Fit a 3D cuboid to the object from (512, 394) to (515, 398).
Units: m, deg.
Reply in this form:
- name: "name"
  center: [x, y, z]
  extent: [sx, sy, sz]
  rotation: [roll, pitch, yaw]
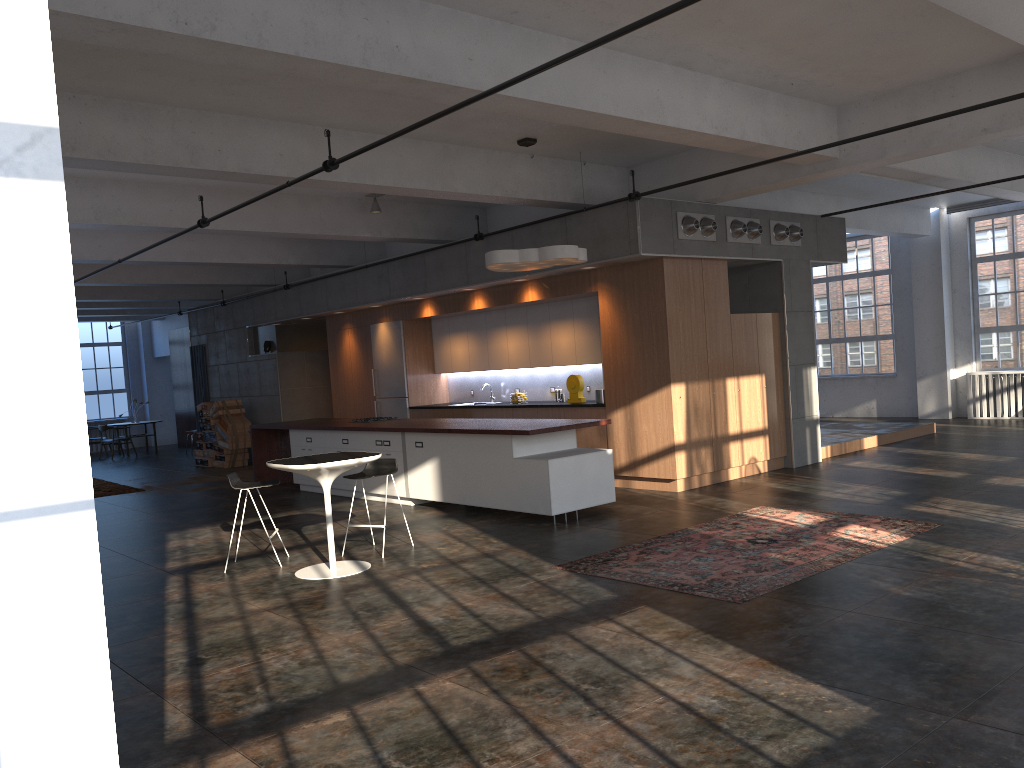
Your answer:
- name: "object"
  center: [-2.547, -0.758, 15.025]
  extent: [6.729, 2.171, 0.054]
  rotation: [-3, 3, 41]

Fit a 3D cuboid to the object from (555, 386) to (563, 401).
- name: "object"
  center: [0.662, 0.140, 12.515]
  extent: [0.061, 0.210, 0.141]
  rotation: [-6, 3, -40]

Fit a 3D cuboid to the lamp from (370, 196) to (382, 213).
- name: "lamp"
  center: [-1.805, -2.376, 11.702]
  extent: [0.156, 0.216, 0.155]
  rotation: [-4, 2, -3]

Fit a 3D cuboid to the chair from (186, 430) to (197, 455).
- name: "chair"
  center: [-7.510, 1.186, 21.360]
  extent: [0.669, 0.989, 0.418]
  rotation: [-6, 3, -40]

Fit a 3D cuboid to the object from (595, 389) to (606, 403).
- name: "object"
  center: [1.158, 0.153, 11.306]
  extent: [0.189, 0.170, 0.191]
  rotation: [-4, 2, 8]

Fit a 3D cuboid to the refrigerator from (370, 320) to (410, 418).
- name: "refrigerator"
  center: [-1.962, 0.079, 14.675]
  extent: [0.224, 2.193, 0.936]
  rotation: [-7, 4, -43]

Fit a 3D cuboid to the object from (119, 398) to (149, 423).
- name: "object"
  center: [-9.708, 0.677, 22.768]
  extent: [0.789, 0.625, 0.234]
  rotation: [-5, 3, -38]

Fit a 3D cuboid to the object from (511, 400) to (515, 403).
- name: "object"
  center: [0.434, -0.877, 11.534]
  extent: [0.058, 2.312, 2.874]
  rotation: [-5, 2, -21]

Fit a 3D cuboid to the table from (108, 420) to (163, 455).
- name: "table"
  center: [-9.667, 1.418, 22.811]
  extent: [1.307, 0.852, 1.311]
  rotation: [-4, 2, 4]

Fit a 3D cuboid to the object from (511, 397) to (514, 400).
- name: "object"
  center: [-1.120, -0.819, 13.341]
  extent: [2.376, 2.231, 0.054]
  rotation: [-3, 3, 25]

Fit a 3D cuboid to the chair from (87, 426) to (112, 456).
- name: "chair"
  center: [-10.617, 1.439, 22.577]
  extent: [0.679, 0.865, 0.720]
  rotation: [-5, 2, -14]

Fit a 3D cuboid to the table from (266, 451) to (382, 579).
- name: "table"
  center: [-1.532, 1.091, 7.404]
  extent: [0.845, 0.952, 0.812]
  rotation: [-6, 3, -40]

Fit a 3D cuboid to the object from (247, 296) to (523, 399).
- name: "object"
  center: [0.128, 0.207, 12.936]
  extent: [0.062, 0.053, 0.051]
  rotation: [-4, 2, 2]

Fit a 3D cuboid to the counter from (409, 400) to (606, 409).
- name: "counter"
  center: [0.371, 0.271, 13.154]
  extent: [1.639, 0.039, 4.368]
  rotation: [-5, 2, -40]

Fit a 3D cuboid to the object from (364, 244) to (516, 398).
- name: "object"
  center: [0.076, 0.195, 12.876]
  extent: [0.051, 0.053, 0.063]
  rotation: [-4, 2, -2]

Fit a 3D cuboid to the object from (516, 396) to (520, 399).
- name: "object"
  center: [-2.509, -0.821, 17.969]
  extent: [0.063, 2.212, 11.611]
  rotation: [-5, 2, -26]

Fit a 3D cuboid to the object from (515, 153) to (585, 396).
- name: "object"
  center: [0.065, 0.159, 12.838]
  extent: [0.058, 0.060, 0.052]
  rotation: [-5, 2, -17]

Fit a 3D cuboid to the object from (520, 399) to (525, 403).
- name: "object"
  center: [0.146, 0.245, 12.885]
  extent: [0.073, 0.063, 0.064]
  rotation: [-4, 2, 15]

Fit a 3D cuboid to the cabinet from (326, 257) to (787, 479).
- name: "cabinet"
  center: [0.164, -0.151, 13.943]
  extent: [2.427, 2.565, 7.938]
  rotation: [-6, 2, -40]

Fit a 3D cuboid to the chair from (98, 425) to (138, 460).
- name: "chair"
  center: [-9.644, 1.394, 21.597]
  extent: [0.713, 0.865, 0.685]
  rotation: [-2, 3, 37]

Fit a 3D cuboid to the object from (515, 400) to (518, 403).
- name: "object"
  center: [0.058, 0.252, 12.864]
  extent: [0.052, 0.053, 0.062]
  rotation: [-3, 2, 37]

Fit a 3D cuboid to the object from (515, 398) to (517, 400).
- name: "object"
  center: [0.041, 0.231, 12.946]
  extent: [0.061, 0.053, 0.053]
  rotation: [-3, 2, 32]

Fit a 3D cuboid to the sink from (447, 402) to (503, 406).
- name: "sink"
  center: [-0.563, 0.399, 13.528]
  extent: [0.533, 0.192, 0.714]
  rotation: [-5, 2, -40]

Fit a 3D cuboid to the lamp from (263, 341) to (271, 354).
- name: "lamp"
  center: [-4.715, -0.710, 17.111]
  extent: [0.168, 0.259, 0.215]
  rotation: [-3, 3, 31]

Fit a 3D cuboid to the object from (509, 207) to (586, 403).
- name: "object"
  center: [-2.641, 0.773, 18.685]
  extent: [0.966, 1.216, 12.944]
  rotation: [-5, 2, -29]

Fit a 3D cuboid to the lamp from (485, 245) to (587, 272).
- name: "lamp"
  center: [0.266, -1.338, 9.497]
  extent: [1.075, 0.130, 1.011]
  rotation: [-4, 1, 6]

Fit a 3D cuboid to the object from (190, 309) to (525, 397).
- name: "object"
  center: [0.163, 0.170, 12.909]
  extent: [0.053, 0.052, 0.061]
  rotation: [-4, 2, 8]

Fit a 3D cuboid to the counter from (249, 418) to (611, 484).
- name: "counter"
  center: [-1.458, 0.987, 11.517]
  extent: [1.165, 0.972, 6.517]
  rotation: [-6, 2, -40]

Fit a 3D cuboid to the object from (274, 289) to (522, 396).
- name: "object"
  center: [0.117, 0.152, 12.847]
  extent: [0.052, 0.051, 0.064]
  rotation: [-2, 3, 42]

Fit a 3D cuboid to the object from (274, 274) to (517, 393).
- name: "object"
  center: [0.070, 0.150, 12.972]
  extent: [0.059, 0.060, 0.050]
  rotation: [-4, 2, -6]

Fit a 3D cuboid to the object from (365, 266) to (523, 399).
- name: "object"
  center: [0.131, 0.195, 12.867]
  extent: [0.053, 0.053, 0.061]
  rotation: [-5, 2, -33]

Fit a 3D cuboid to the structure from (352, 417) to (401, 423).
- name: "structure"
  center: [-1.919, 0.509, 12.332]
  extent: [0.522, 0.072, 0.627]
  rotation: [-5, 2, -40]

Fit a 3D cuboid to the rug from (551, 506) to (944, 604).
- name: "rug"
  center: [1.972, 1.309, 7.264]
  extent: [2.941, 0.029, 1.816]
  rotation: [-5, 2, -40]

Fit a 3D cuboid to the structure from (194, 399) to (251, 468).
- name: "structure"
  center: [-5.837, 0.977, 17.681]
  extent: [0.651, 1.316, 1.873]
  rotation: [-6, 3, -40]

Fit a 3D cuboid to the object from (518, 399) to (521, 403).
- name: "object"
  center: [0.107, 0.243, 12.836]
  extent: [0.052, 0.057, 0.059]
  rotation: [-4, 2, -3]

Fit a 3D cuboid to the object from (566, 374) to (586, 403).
- name: "object"
  center: [0.852, 0.061, 11.865]
  extent: [0.101, 0.381, 0.269]
  rotation: [-6, 3, -40]

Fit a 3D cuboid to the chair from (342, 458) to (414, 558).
- name: "chair"
  center: [-1.247, 1.146, 8.063]
  extent: [0.456, 0.896, 0.513]
  rotation: [-3, 3, 27]

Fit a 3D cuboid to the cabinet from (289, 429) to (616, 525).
- name: "cabinet"
  center: [-1.077, 1.000, 11.054]
  extent: [0.940, 0.931, 5.531]
  rotation: [-6, 2, -40]
